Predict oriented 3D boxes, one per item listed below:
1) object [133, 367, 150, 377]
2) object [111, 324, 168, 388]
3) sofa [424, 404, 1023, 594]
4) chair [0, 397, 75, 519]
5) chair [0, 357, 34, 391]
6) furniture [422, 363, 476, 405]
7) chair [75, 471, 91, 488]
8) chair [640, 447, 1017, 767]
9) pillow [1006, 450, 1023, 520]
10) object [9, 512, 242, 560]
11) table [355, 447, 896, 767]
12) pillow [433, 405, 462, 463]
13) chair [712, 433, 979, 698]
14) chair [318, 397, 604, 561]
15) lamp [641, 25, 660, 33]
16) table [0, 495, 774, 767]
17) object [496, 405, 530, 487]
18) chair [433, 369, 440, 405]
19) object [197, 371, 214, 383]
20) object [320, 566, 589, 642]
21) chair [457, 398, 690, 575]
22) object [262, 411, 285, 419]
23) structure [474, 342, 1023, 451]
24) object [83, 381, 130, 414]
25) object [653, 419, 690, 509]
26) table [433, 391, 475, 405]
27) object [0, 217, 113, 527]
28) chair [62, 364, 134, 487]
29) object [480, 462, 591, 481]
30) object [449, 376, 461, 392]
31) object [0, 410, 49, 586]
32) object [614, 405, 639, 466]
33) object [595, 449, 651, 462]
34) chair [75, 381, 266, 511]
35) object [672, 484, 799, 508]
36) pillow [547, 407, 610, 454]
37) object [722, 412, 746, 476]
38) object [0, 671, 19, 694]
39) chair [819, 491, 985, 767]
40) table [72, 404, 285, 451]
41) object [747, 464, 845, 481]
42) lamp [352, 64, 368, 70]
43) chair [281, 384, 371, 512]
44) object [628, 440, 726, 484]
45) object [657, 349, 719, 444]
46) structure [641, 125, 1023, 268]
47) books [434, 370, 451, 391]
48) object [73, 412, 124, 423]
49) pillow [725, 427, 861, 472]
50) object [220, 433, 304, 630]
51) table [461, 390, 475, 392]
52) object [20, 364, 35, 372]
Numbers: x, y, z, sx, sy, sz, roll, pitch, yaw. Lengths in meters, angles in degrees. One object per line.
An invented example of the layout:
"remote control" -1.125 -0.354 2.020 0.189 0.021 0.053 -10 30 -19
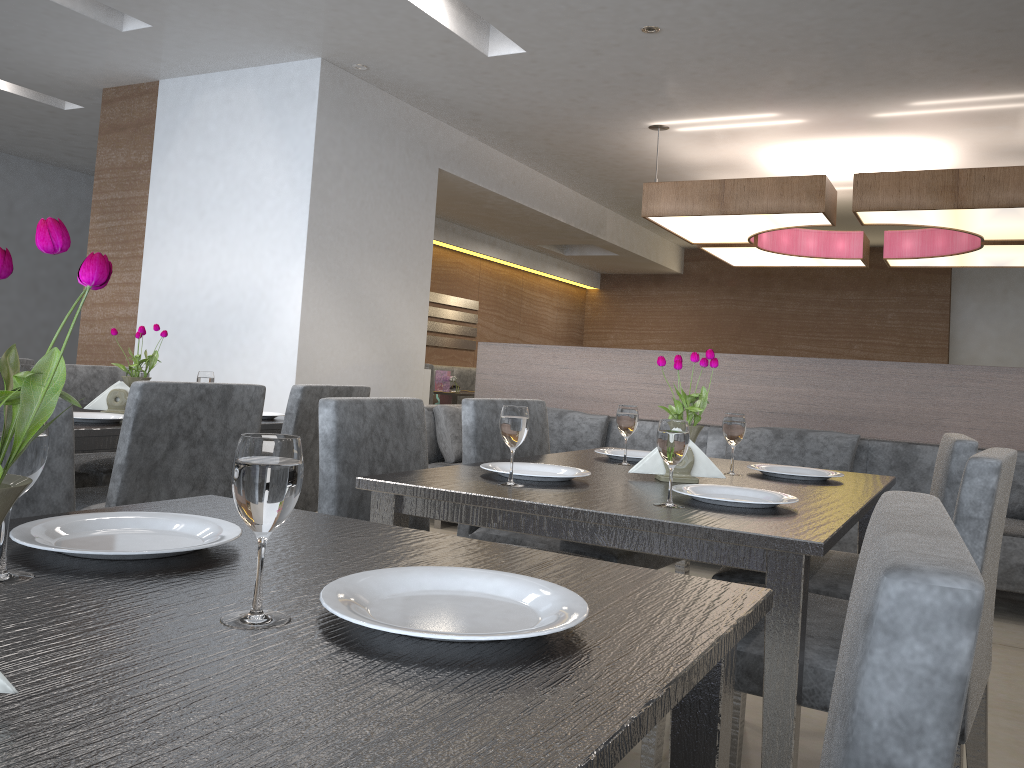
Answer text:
"object" -1.206 0.014 2.863 0.053 0.140 0.053 4 -3 -14
"object" -1.124 -0.047 2.669 0.104 0.278 0.154 2 -3 25
"sofa" 1.226 0.548 4.176 3.803 0.631 0.832 4 -1 28
"chair" -0.555 0.408 0.929 0.493 0.765 0.474 2 -3 33
"chair" -2.282 0.260 3.541 0.493 0.765 0.474 3 -3 23
"furniture" 1.445 0.395 7.963 4.262 0.857 5.625 4 1 28
"chair" -1.607 0.317 2.581 0.493 0.765 0.474 3 -3 23
"chair" 0.532 0.471 1.460 0.493 0.765 0.474 2 -3 33
"pillow" 2.445 0.452 3.738 0.639 0.321 0.180 4 -2 28
"object" -0.387 0.155 0.898 0.217 0.015 0.216 4 1 28
"table" 0.327 0.515 1.862 0.778 0.637 1.184 3 0 28
"pillow" -0.221 0.271 4.872 0.189 0.307 0.557 2 -1 28
"chair" 0.725 0.477 1.951 0.493 0.765 0.474 3 -3 23
"chair" -0.111 0.425 1.790 0.493 0.765 0.474 3 -3 23
"lamp" 0.657 -1.684 4.201 0.089 0.007 0.089 3 1 -17
"table" -0.377 0.487 0.523 0.778 0.637 1.184 3 0 28
"object" 0.002 0.110 1.574 0.053 0.140 0.053 4 -3 -14
"chair" -0.734 0.056 7.840 0.219 0.397 0.425 2 -2 28
"object" -0.972 0.030 2.793 0.053 0.140 0.053 4 -3 -14
"object" -0.046 0.180 0.718 0.217 0.015 0.216 4 1 28
"chair" 0.149 0.435 2.267 0.493 0.765 0.474 2 -3 33
"object" -0.839 0.100 2.847 0.217 0.015 0.216 4 1 28
"structure" 1.476 0.365 4.650 3.778 1.012 0.222 4 -3 28
"object" -1.156 0.040 2.604 0.203 0.100 0.070 4 -2 -2
"object" 0.260 0.128 1.438 0.053 0.140 0.053 4 -3 -14
"table" -0.509 0.384 6.844 0.506 0.657 0.503 3 -2 28
"object" -0.332 0.033 0.539 0.104 0.278 0.154 2 -3 25
"chair" -1.347 0.328 3.058 0.493 0.765 0.474 2 -3 33
"object" 0.045 0.172 1.720 0.217 0.015 0.216 4 1 28
"object" -0.437 0.000 6.792 0.094 0.126 0.107 4 -2 -19
"object" -0.424 0.093 0.744 0.053 0.140 0.053 5 -3 -20
"object" 0.269 0.120 2.083 0.053 0.140 0.053 4 -3 -14
"object" 0.317 0.183 2.236 0.217 0.015 0.216 4 1 28
"chair" -0.964 0.363 2.250 0.493 0.765 0.474 2 -3 33
"object" 0.386 0.197 1.540 0.217 0.015 0.216 4 1 28
"pillow" 0.222 0.292 4.913 0.639 0.321 0.180 4 -2 28
"object" 0.504 0.136 2.013 0.053 0.140 0.053 4 -3 -14
"object" -0.363 0.120 0.474 0.203 0.100 0.070 4 -2 -2
"chair" 0.021 0.449 0.612 0.493 0.765 0.474 3 -3 23
"table" -1.169 0.407 2.652 0.778 0.637 1.184 3 0 28
"object" 0.657 0.208 2.056 0.217 0.015 0.216 4 1 28
"lamp" -0.862 -1.794 5.004 0.089 0.007 0.089 3 1 -17
"chair" -0.771 0.369 2.742 0.493 0.765 0.474 3 -3 23
"object" 0.340 0.148 1.813 0.203 0.100 0.070 4 -2 -2
"object" 0.372 0.061 1.878 0.104 0.278 0.154 2 -3 25
"structure" 2.501 -1.298 6.282 2.445 0.621 2.437 4 1 28
"books" -0.586 -0.025 6.866 0.142 0.165 0.157 5 -2 -42
"object" -1.110 0.089 2.331 0.217 0.015 0.216 4 1 28
"pillow" 1.349 0.373 4.317 0.639 0.321 0.180 4 -2 28
"object" -0.190 0.109 0.674 0.053 0.140 0.053 4 -3 -14
"table" -0.154 0.398 7.519 0.506 0.657 0.503 3 -2 28
"object" -1.216 0.022 2.218 0.053 0.140 0.053 5 -3 -20
